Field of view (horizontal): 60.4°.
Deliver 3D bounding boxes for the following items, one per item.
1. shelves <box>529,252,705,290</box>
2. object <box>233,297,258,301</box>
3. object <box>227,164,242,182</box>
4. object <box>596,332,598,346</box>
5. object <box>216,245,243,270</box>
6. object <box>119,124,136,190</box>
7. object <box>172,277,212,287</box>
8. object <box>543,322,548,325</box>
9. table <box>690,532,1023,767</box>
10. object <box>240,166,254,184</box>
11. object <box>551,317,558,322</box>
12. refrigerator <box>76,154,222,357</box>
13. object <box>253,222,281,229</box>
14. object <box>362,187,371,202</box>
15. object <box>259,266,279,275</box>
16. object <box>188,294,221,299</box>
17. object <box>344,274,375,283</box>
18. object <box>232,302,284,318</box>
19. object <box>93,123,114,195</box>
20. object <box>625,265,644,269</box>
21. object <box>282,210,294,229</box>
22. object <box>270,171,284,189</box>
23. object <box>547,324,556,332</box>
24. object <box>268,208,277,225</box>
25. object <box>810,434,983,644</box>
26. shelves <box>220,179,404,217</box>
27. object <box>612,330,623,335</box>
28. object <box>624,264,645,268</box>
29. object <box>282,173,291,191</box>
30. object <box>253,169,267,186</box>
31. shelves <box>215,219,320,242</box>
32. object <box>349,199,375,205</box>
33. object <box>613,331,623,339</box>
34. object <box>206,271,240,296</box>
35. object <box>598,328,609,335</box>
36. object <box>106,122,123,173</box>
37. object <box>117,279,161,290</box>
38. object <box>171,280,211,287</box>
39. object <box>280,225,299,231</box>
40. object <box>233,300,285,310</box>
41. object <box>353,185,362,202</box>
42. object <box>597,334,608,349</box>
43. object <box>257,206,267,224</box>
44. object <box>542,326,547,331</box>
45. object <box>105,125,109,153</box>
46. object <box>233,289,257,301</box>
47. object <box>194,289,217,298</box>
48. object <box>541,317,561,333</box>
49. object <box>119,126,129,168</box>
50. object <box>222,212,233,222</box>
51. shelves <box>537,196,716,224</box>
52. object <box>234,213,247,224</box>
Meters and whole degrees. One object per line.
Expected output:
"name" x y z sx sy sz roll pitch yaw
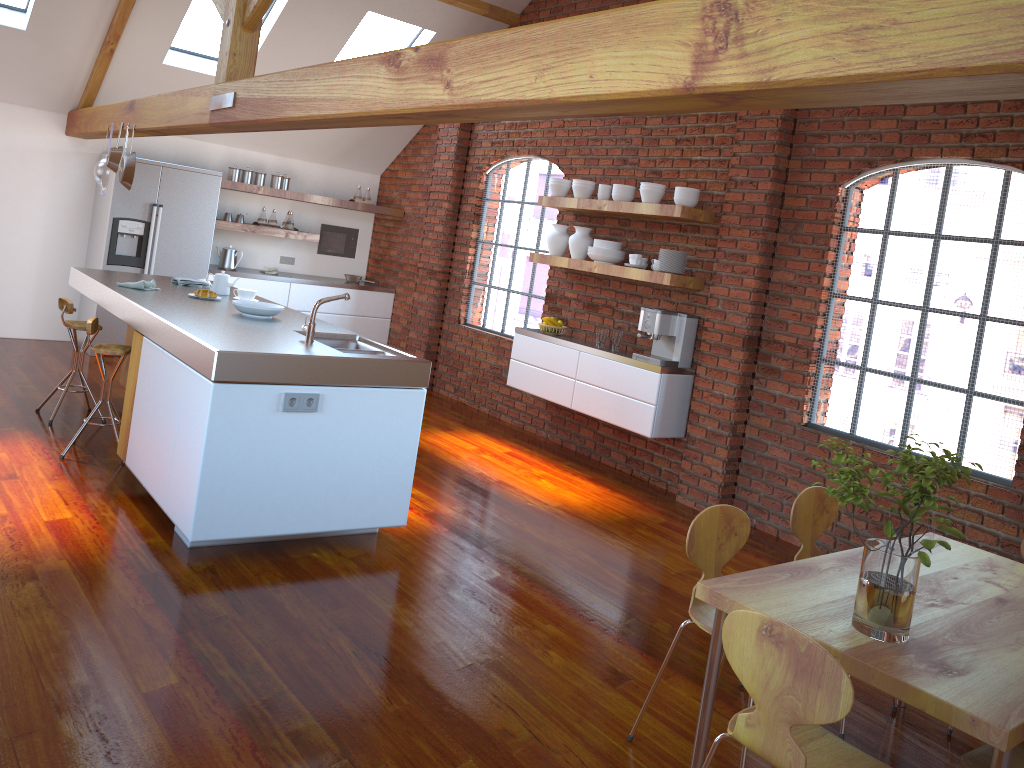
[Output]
"shelves" 0.723 -0.845 6.500 0.335 0.076 1.560 2 11 -37
"object" -1.678 -0.528 5.545 0.153 0.012 0.156 7 9 -9
"object" -2.687 -2.044 8.513 0.126 0.177 0.130 5 5 -42
"object" 0.648 -0.327 6.500 0.078 0.103 0.078 11 5 23
"object" -2.764 -1.238 8.569 0.301 0.237 0.182 8 4 -6
"object" -2.579 -1.526 5.913 0.068 0.442 0.268 8 4 -32
"object" -2.196 -0.701 6.041 0.231 0.049 0.167 2 10 -37
"object" 0.271 -0.484 6.950 0.045 0.053 0.051 13 6 41
"table" 1.282 0.968 2.634 1.462 0.640 0.829 2 9 -41
"object" -2.594 -2.045 8.612 0.126 0.177 0.130 5 5 -42
"object" 0.331 -0.497 6.971 0.069 0.061 0.069 7 6 -21
"refrigerator" -3.366 -1.170 8.157 0.906 1.765 0.792 6 4 -37
"object" -2.447 -1.589 8.785 0.222 0.032 0.198 2 11 -38
"object" -1.545 -2.016 9.400 0.094 0.191 0.093 9 3 6
"object" -2.445 -1.148 8.856 0.203 0.061 0.198 7 8 -15
"object" -1.866 -0.528 5.347 0.193 0.014 0.197 6 9 -16
"object" -1.647 -1.113 9.408 0.352 0.074 0.194 14 10 33
"object" -1.410 -0.406 4.879 0.284 0.055 0.282 13 9 24
"object" -2.964 -1.632 6.360 0.084 0.527 0.276 7 3 -37
"object" 0.867 -0.822 6.207 0.154 0.012 0.155 11 9 13
"object" -2.268 -1.671 8.949 0.093 0.192 0.205 7 5 -28
"object" -2.330 -2.021 8.720 0.126 0.177 0.130 5 5 -42
"object" 0.315 -0.441 6.926 0.077 0.065 0.077 8 6 -4
"object" -2.392 -1.669 8.818 0.094 0.191 0.093 9 3 6
"object" 0.948 0.383 2.267 0.427 0.518 0.391 9 4 8
"shelves" -2.131 -1.913 9.049 1.966 0.076 0.665 2 11 -37
"object" 0.764 -0.337 6.421 0.078 0.103 0.078 8 4 -7
"object" 0.867 -0.826 6.207 0.154 0.012 0.155 11 9 13
"object" -2.310 -2.048 8.914 0.126 0.177 0.130 5 5 -42
"object" -2.498 -2.046 8.714 0.126 0.177 0.130 5 5 -42
"shelves" -2.551 -1.549 8.788 1.059 0.076 0.665 2 11 -37
"object" -1.600 -1.935 9.368 0.222 0.032 0.198 2 11 -38
"object" 0.748 -0.318 6.281 0.077 0.103 0.079 7 5 -25
"object" -1.881 -0.658 5.717 0.196 0.155 0.119 5 6 -31
"object" 0.656 -0.346 6.370 0.078 0.103 0.078 8 4 -7
"object" -2.788 -1.665 6.185 0.085 0.357 0.196 7 3 -33
"object" -2.274 -0.617 5.361 0.197 0.061 0.205 11 8 15
"object" -2.208 -0.693 6.076 0.233 0.026 0.165 12 9 18
"object" -2.280 -1.589 8.951 0.194 0.032 0.227 4 10 -27
"object" -1.408 -0.416 4.878 0.284 0.055 0.282 13 9 24
"object" -1.629 -2.019 9.332 0.092 0.190 0.094 7 3 -25
"object" 0.650 -0.308 6.371 0.078 0.103 0.078 8 4 -7
"object" -2.476 -1.673 8.750 0.092 0.190 0.094 7 3 -25
"object" 0.256 -0.437 6.942 0.046 0.046 0.056 8 6 -4
"object" -3.018 -1.787 6.560 0.023 0.287 0.060 8 2 -22
"object" -1.676 -0.559 5.546 0.126 0.069 0.116 14 9 37
"object" -1.865 -0.553 5.358 0.137 0.051 0.063 6 6 -18
"object" 0.306 -0.460 6.890 0.176 0.094 0.064 9 4 0
"object" -2.661 -1.609 6.050 0.046 0.330 0.045 8 2 -12
"object" -2.754 -1.620 8.531 0.106 0.081 0.107 8 6 -8
"shelves" 0.792 -1.292 6.487 0.335 0.076 1.560 2 11 -37
"object" -2.658 -1.626 8.602 0.106 0.099 0.107 9 5 5
